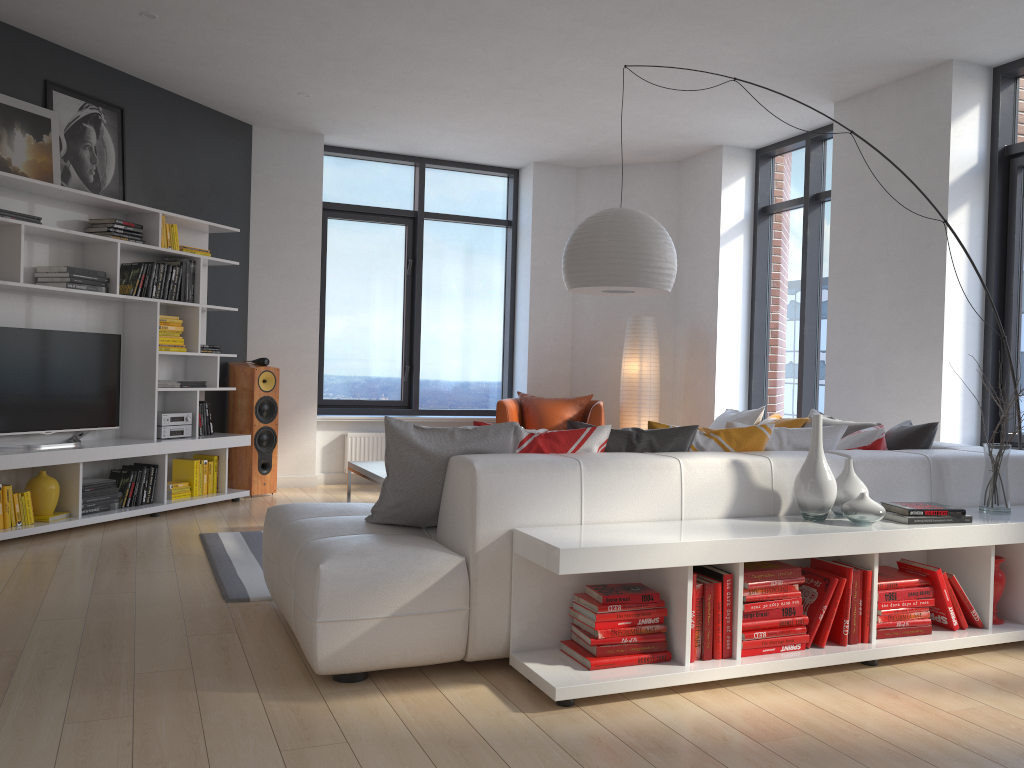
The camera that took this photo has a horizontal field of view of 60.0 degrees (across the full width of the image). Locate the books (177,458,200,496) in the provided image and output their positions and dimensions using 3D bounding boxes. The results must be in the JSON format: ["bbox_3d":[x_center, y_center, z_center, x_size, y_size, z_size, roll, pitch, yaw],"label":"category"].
[{"bbox_3d":[-2.327,0.667,6.373,0.199,0.263,0.015,2,1,22],"label":"books"}]

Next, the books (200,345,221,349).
[{"bbox_3d":[-2.294,-0.277,6.559,0.161,0.023,0.213,2,1,26],"label":"books"}]

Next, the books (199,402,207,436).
[{"bbox_3d":[-2.320,0.255,6.513,0.169,0.242,0.050,2,1,22],"label":"books"}]

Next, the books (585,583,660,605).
[{"bbox_3d":[0.371,0.705,2.987,0.206,0.029,0.152,1,1,-17],"label":"books"}]

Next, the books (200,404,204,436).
[{"bbox_3d":[-2.336,0.259,6.495,0.170,0.236,0.049,2,1,23],"label":"books"}]

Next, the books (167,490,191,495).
[{"bbox_3d":[-2.380,0.758,6.232,0.148,0.011,0.196,2,1,22],"label":"books"}]

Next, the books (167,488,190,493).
[{"bbox_3d":[-2.364,0.745,6.220,0.113,0.018,0.169,2,1,23],"label":"books"}]

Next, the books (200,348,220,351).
[{"bbox_3d":[-2.282,-0.258,6.552,0.142,0.015,0.198,2,1,21],"label":"books"}]

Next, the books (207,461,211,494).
[{"bbox_3d":[-2.276,0.679,6.482,0.172,0.234,0.024,2,1,22],"label":"books"}]

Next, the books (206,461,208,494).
[{"bbox_3d":[-2.289,0.677,6.460,0.169,0.239,0.023,2,1,22],"label":"books"}]

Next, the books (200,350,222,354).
[{"bbox_3d":[-2.280,-0.239,6.552,0.161,0.023,0.213,2,1,26],"label":"books"}]

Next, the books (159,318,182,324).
[{"bbox_3d":[-2.467,-0.445,6.244,0.163,0.023,0.223,2,1,26],"label":"books"}]

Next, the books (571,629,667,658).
[{"bbox_3d":[0.358,0.865,2.994,0.259,0.034,0.206,1,1,-20],"label":"books"}]

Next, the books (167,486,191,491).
[{"bbox_3d":[-2.375,0.729,6.231,0.134,0.014,0.187,2,1,22],"label":"books"}]

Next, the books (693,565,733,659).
[{"bbox_3d":[0.686,0.777,3.077,0.049,0.291,0.214,1,1,-23],"label":"books"}]

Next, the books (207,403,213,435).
[{"bbox_3d":[-2.301,0.255,6.568,0.177,0.242,0.066,2,1,22],"label":"books"}]

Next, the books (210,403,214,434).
[{"bbox_3d":[-2.318,0.258,6.611,0.179,0.233,0.077,2,1,22],"label":"books"}]

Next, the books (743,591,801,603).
[{"bbox_3d":[0.873,0.736,3.149,0.236,0.023,0.178,1,1,-23],"label":"books"}]

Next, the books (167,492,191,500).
[{"bbox_3d":[-2.378,0.781,6.231,0.147,0.033,0.190,2,1,22],"label":"books"}]

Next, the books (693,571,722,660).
[{"bbox_3d":[0.656,0.792,3.059,0.042,0.259,0.195,1,1,-23],"label":"books"}]

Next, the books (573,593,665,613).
[{"bbox_3d":[0.360,0.731,2.993,0.254,0.025,0.178,1,1,-23],"label":"books"}]

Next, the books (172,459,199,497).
[{"bbox_3d":[-2.337,0.669,6.344,0.198,0.255,0.044,2,1,22],"label":"books"}]

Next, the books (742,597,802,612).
[{"bbox_3d":[0.862,0.761,3.150,0.261,0.027,0.191,1,1,-27],"label":"books"}]

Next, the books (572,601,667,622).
[{"bbox_3d":[0.362,0.757,2.991,0.269,0.028,0.179,1,1,-22],"label":"books"}]

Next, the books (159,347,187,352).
[{"bbox_3d":[-2.457,-0.242,6.229,0.194,0.028,0.257,2,1,27],"label":"books"}]

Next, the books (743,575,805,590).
[{"bbox_3d":[0.874,0.687,3.150,0.266,0.026,0.187,1,1,-28],"label":"books"}]

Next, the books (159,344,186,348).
[{"bbox_3d":[-2.465,-0.268,6.229,0.203,0.024,0.257,2,1,25],"label":"books"}]

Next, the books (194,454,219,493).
[{"bbox_3d":[-2.262,0.661,6.564,0.213,0.270,0.025,2,1,22],"label":"books"}]

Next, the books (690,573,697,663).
[{"bbox_3d":[0.555,0.774,3.023,0.036,0.294,0.208,1,1,-23],"label":"books"}]

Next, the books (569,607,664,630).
[{"bbox_3d":[0.352,0.784,3.006,0.261,0.028,0.191,1,1,-23],"label":"books"}]

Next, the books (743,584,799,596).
[{"bbox_3d":[0.853,0.712,3.150,0.257,0.025,0.182,1,1,-23],"label":"books"}]

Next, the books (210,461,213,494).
[{"bbox_3d":[-2.270,0.679,6.507,0.172,0.234,0.024,2,1,22],"label":"books"}]

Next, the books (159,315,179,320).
[{"bbox_3d":[-2.490,-0.469,6.244,0.163,0.023,0.223,2,1,26],"label":"books"}]

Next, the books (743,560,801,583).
[{"bbox_3d":[0.855,0.657,3.151,0.259,0.034,0.206,1,1,-26],"label":"books"}]

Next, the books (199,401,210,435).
[{"bbox_3d":[-2.320,0.249,6.543,0.193,0.255,0.066,2,1,22],"label":"books"}]

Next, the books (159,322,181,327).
[{"bbox_3d":[-2.474,-0.422,6.238,0.160,0.022,0.227,2,1,38],"label":"books"}]

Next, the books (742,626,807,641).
[{"bbox_3d":[0.872,0.858,3.134,0.266,0.026,0.187,1,1,-23],"label":"books"}]

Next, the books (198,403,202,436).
[{"bbox_3d":[-2.351,0.258,6.475,0.189,0.240,0.053,2,1,22],"label":"books"}]

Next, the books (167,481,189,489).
[{"bbox_3d":[-2.388,0.708,6.232,0.138,0.026,0.186,2,1,22],"label":"books"}]

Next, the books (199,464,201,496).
[{"bbox_3d":[-2.301,0.684,6.382,0.156,0.229,0.024,2,1,22],"label":"books"}]

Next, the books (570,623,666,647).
[{"bbox_3d":[0.354,0.836,2.982,0.266,0.026,0.187,1,1,-17],"label":"books"}]

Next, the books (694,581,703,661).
[{"bbox_3d":[0.586,0.792,3.040,0.031,0.255,0.181,1,1,-23],"label":"books"}]

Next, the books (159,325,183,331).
[{"bbox_3d":[-2.470,-0.393,6.244,0.176,0.033,0.239,2,1,25],"label":"books"}]

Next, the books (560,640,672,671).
[{"bbox_3d":[0.345,0.898,2.981,0.301,0.032,0.227,1,1,-23],"label":"books"}]

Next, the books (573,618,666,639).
[{"bbox_3d":[0.361,0.810,2.993,0.257,0.025,0.182,1,1,-23],"label":"books"}]

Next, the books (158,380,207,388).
[{"bbox_3d":[-2.401,-0.001,6.394,0.250,0.047,0.310,2,1,18],"label":"books"}]

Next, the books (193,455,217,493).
[{"bbox_3d":[-2.264,0.662,6.536,0.204,0.270,0.029,2,1,22],"label":"books"}]

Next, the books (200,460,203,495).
[{"bbox_3d":[-2.310,0.671,6.408,0.180,0.251,0.019,2,1,22],"label":"books"}]

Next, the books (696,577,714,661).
[{"bbox_3d":[0.617,0.792,3.054,0.034,0.259,0.207,1,1,-23],"label":"books"}]

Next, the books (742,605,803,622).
[{"bbox_3d":[0.857,0.794,3.167,0.279,0.039,0.206,1,1,-22],"label":"books"}]

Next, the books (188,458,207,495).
[{"bbox_3d":[-2.298,0.671,6.432,0.185,0.250,0.035,2,1,22],"label":"books"}]
